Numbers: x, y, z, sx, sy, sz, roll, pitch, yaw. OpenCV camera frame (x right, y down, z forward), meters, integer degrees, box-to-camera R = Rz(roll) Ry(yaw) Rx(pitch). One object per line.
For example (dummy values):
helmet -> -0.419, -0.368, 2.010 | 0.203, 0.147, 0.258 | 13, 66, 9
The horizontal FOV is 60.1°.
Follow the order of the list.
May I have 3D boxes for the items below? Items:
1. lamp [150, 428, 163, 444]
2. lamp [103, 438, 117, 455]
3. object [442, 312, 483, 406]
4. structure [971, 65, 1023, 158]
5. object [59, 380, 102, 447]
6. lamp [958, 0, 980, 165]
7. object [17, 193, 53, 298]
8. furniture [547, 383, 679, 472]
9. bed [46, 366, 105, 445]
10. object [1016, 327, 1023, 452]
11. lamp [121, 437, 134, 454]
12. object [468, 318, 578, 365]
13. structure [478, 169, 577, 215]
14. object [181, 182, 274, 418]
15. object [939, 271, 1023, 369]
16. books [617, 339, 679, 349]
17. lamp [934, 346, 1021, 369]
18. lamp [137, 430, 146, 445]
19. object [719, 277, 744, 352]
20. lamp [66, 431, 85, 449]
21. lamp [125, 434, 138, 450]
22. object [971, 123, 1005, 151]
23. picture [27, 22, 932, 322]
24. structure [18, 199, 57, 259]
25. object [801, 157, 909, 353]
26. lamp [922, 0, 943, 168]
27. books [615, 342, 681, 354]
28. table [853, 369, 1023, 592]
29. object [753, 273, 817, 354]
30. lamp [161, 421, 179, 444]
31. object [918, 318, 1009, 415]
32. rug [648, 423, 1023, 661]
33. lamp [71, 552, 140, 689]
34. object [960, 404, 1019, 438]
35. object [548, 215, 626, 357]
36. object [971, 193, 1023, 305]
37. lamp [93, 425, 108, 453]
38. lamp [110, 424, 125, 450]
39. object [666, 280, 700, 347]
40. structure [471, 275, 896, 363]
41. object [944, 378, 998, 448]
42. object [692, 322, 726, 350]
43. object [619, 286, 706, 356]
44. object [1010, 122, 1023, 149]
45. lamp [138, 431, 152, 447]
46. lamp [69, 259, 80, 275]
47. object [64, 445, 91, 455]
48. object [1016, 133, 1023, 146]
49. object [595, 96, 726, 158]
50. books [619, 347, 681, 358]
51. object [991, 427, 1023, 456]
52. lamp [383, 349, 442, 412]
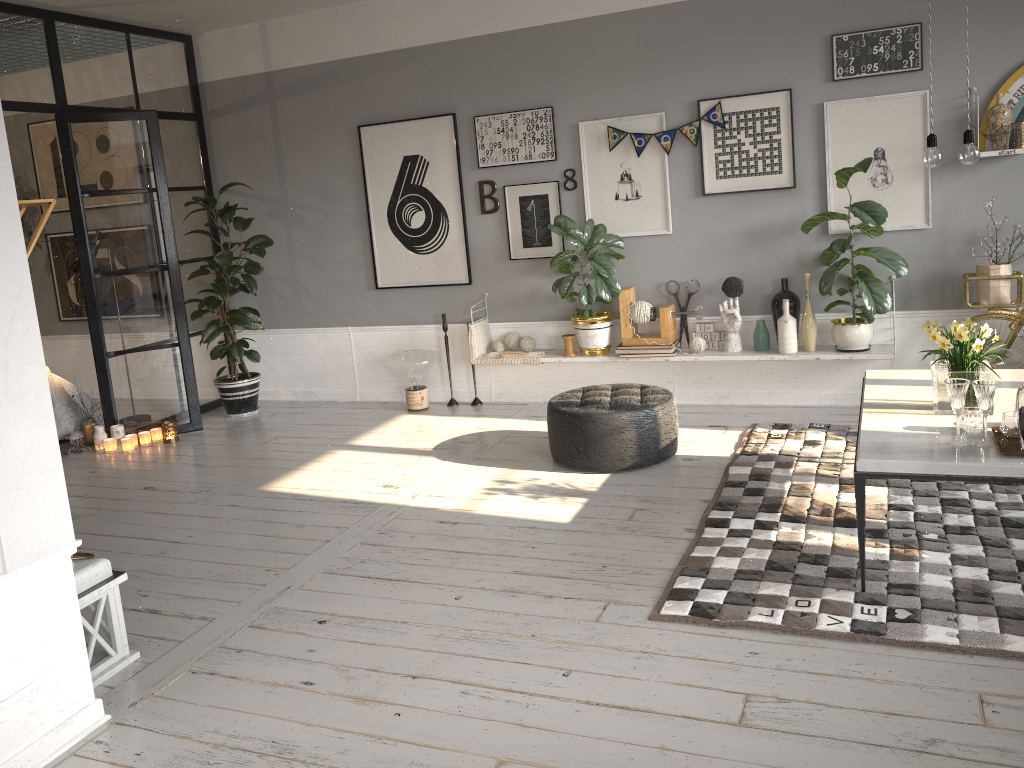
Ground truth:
lamp -> -2.520, 0.367, 6.279 | 0.081, 0.097, 0.081 | -10, 11, -26
lamp -> -2.766, 0.429, 6.098 | 0.081, 0.097, 0.081 | -7, 10, -12
object -> -0.381, -0.189, 6.528 | 0.279, 0.694, 0.092 | -3, 9, 16
structure -> 3.536, -1.399, 4.599 | 2.021, 0.946, 0.270 | 0, 10, 23
object -> -3.029, 0.179, 6.389 | 0.439, 0.516, 0.280 | -10, 10, -26
lamp -> 1.045, -1.516, 3.220 | 1.397, 1.521, 0.075 | -7, 9, -7
object -> -4.611, -0.852, 7.837 | 1.248, 2.182, 1.359 | -4, 10, 10
furniture -> 0.568, 0.229, 5.013 | 0.735, 0.353, 0.744 | -3, 12, 10
bed -> -4.441, 0.202, 6.263 | 2.321, 0.762, 1.920 | 0, 13, 23
object -> 1.763, 0.018, 2.938 | 0.156, 0.413, 0.149 | 3, 12, 42
lamp -> -2.636, 0.422, 6.072 | 0.081, 0.097, 0.081 | -10, 11, -26
object -> 0.100, -0.302, 6.231 | 0.784, 0.303, 0.333 | 0, 12, 24
structure -> 0.111, -1.351, 6.222 | 0.739, 0.260, 0.024 | 0, 10, 23
object -> -2.712, -0.279, 5.376 | 1.010, 1.775, 3.943 | -1, 12, 23
object -> 3.242, -0.291, 4.859 | 1.624, 0.960, 0.431 | -2, 9, 15
books -> 0.905, -0.266, 5.895 | 0.379, 0.016, 0.232 | -1, 13, 20
lamp -> 2.606, 0.012, 4.959 | 0.435, 0.433, 0.434 | -13, 13, -35
lamp -> -2.630, 0.379, 6.289 | 0.063, 0.090, 0.064 | -4, 10, 5
object -> 1.412, -0.446, 5.657 | 0.155, 0.478, 0.138 | -2, 9, 23
lamp -> -3.082, 0.409, 6.265 | 0.096, 0.130, 0.109 | -6, 10, -6
lamp -> -2.646, 0.404, 6.160 | 0.081, 0.097, 0.081 | -10, 11, -26
object -> 2.641, -1.371, 4.900 | 0.060, 0.164, 0.198 | -11, 12, -32
picture -> -1.670, -0.989, 4.798 | 7.289, 1.776, 4.088 | 0, 13, 23
structure -> -1.672, -0.707, 2.702 | 0.495, 0.767, 0.187 | -1, 10, 23
object -> 2.041, -0.760, 5.275 | 0.418, 1.138, 0.570 | -10, 10, -27
lamp -> 0.953, -1.531, 3.324 | 1.397, 1.521, 0.075 | -7, 9, -7
books -> 0.906, -0.241, 5.888 | 0.384, 0.029, 0.263 | 0, 13, 24
table -> 1.811, 0.344, 3.598 | 0.732, 0.505, 1.473 | -1, 13, 23
object -> 1.695, -0.446, 5.519 | 0.286, 0.483, 0.334 | -8, 10, -16
lamp -> -2.422, 0.340, 6.264 | 0.108, 0.139, 0.108 | -7, 10, -13
object -> 1.793, -0.075, 3.520 | 0.325, 0.347, 0.356 | 0, 11, 25
rug -> 1.775, 0.526, 3.899 | 1.769, 0.034, 2.557 | 0, 13, 23
lamp -> -1.535, 0.778, 3.055 | 0.286, 0.472, 0.290 | -1, 10, 22
object -> 1.782, 0.142, 3.156 | 0.279, 0.086, 0.249 | -5, 12, 1
object -> 0.516, -0.664, 5.913 | 0.510, 0.954, 0.552 | -4, 9, 9
object -> 2.821, -0.753, 4.927 | 0.489, 0.634, 0.256 | 3, 12, 41
lamp -> -2.868, 0.383, 6.172 | 0.092, 0.178, 0.093 | 4, 13, 43
lamp -> -2.751, 0.374, 6.191 | 0.092, 0.165, 0.090 | -7, 9, -10
object -> 1.153, -0.465, 5.909 | 0.221, 0.459, 0.019 | -1, 9, 23
structure -> 1.031, -0.398, 5.843 | 2.774, 0.481, 0.311 | 0, 11, 23
object -> 1.600, 0.101, 3.081 | 0.168, 0.225, 0.083 | 2, 11, 35
object -> 1.318, -0.317, 5.826 | 0.265, 0.172, 0.079 | 1, 11, 29
object -> 1.001, -0.419, 5.820 | 0.545, 0.435, 0.241 | -1, 10, 23
object -> 2.783, -1.363, 4.857 | 0.086, 0.138, 0.087 | -3, 10, 16
lamp -> -2.573, 0.388, 6.207 | 0.081, 0.097, 0.081 | -10, 11, -26
lamp -> -3.087, -0.413, 6.775 | 0.406, 1.510, 0.233 | -12, 11, -36
object -> -3.112, 0.471, 6.185 | 0.327, 0.053, 0.088 | -8, 11, -13
object -> 2.838, -1.354, 4.922 | 0.062, 0.081, 0.063 | -5, 10, -1
object -> 0.969, -1.652, 5.768 | 0.913, 0.336, 0.058 | 0, 10, 23
books -> 0.921, -0.219, 5.891 | 0.368, 0.021, 0.300 | -1, 13, 18
object -> 1.796, 0.199, 3.029 | 0.246, 0.015, 0.322 | 0, 13, 23
lamp -> -0.716, -0.027, 6.543 | 0.433, 0.433, 0.436 | 5, 14, 44
